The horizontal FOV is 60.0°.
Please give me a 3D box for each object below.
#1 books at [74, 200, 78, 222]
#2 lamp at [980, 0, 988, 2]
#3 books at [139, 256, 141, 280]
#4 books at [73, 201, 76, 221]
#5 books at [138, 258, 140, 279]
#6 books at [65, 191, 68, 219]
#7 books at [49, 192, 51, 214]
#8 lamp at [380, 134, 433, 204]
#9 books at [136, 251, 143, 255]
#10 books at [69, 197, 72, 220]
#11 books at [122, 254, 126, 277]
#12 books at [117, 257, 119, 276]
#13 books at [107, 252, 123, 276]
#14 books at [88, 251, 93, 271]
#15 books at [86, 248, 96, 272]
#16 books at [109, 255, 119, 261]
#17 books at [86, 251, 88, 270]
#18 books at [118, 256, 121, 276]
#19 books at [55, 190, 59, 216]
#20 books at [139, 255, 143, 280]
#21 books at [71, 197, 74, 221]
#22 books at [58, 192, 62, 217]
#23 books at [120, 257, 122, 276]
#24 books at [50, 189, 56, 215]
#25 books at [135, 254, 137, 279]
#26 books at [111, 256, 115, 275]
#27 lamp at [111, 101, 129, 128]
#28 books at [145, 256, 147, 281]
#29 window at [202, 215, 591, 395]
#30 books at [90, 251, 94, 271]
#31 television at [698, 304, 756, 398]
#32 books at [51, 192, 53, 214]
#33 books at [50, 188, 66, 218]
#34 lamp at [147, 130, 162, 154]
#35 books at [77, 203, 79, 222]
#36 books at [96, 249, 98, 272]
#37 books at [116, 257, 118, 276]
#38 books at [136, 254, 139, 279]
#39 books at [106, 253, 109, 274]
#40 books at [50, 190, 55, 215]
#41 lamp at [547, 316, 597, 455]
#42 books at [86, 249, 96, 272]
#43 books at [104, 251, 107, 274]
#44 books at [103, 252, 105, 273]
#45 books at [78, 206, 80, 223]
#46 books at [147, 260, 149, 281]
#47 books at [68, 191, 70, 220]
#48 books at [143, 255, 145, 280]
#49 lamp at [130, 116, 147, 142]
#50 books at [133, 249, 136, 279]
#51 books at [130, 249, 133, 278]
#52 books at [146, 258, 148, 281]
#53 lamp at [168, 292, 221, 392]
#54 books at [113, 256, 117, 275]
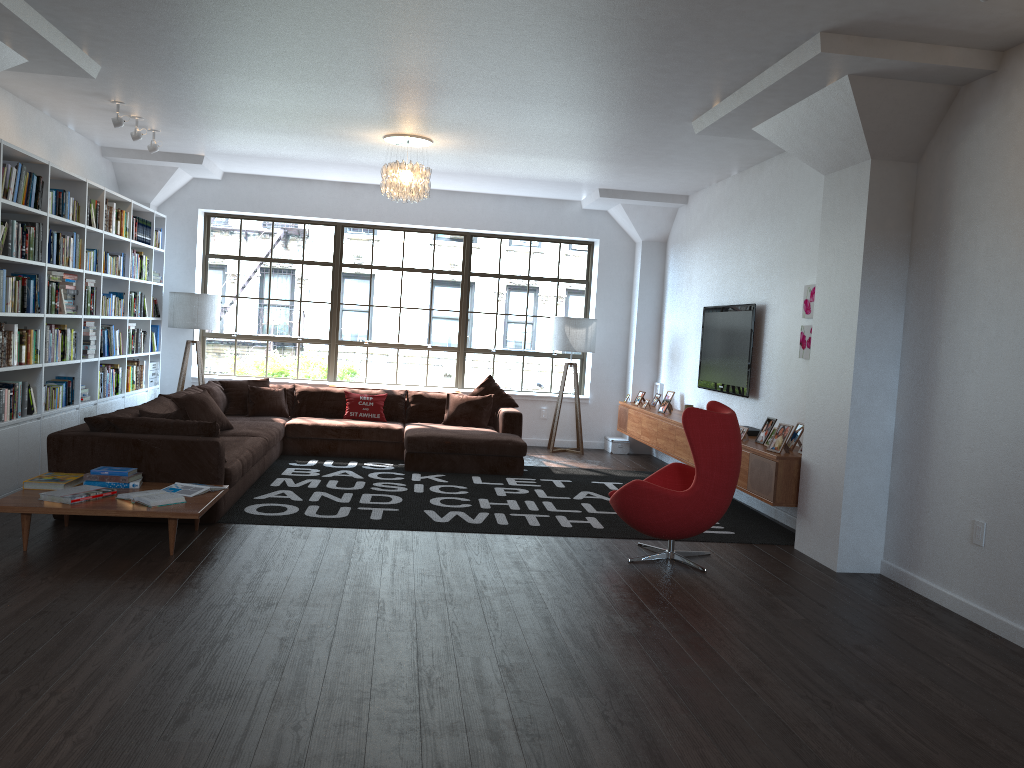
[{"bbox_3d":[-3.641,-1.414,7.271,0.134,0.184,0.030,3,3,-7],"label":"books"},{"bbox_3d":[1.869,-1.626,3.507,0.111,0.211,0.120,5,4,27],"label":"lamp"},{"bbox_3d":[-3.874,-1.185,9.020,0.174,0.240,0.045,3,3,-8],"label":"books"},{"bbox_3d":[-3.627,-1.408,7.225,0.128,0.178,0.022,3,3,-7],"label":"books"},{"bbox_3d":[-3.862,-1.173,8.986,0.161,0.223,0.027,3,3,-8],"label":"books"},{"bbox_3d":[-3.613,-1.420,7.040,0.158,0.226,0.052,3,3,-7],"label":"books"},{"bbox_3d":[-3.562,-1.371,6.715,0.126,0.173,0.032,3,3,-7],"label":"books"},{"bbox_3d":[-0.928,-1.874,7.794,0.441,0.539,0.442,6,4,35],"label":"lamp"},{"bbox_3d":[-3.879,-1.214,9.092,0.176,0.290,0.036,3,3,-8],"label":"books"},{"bbox_3d":[-3.617,-1.408,7.130,0.139,0.191,0.036,3,3,-7],"label":"books"},{"bbox_3d":[-3.819,-1.148,8.555,0.158,0.226,0.052,3,3,-7],"label":"books"},{"bbox_3d":[-3.788,-1.111,8.375,0.128,0.178,0.022,3,3,-7],"label":"books"},{"bbox_3d":[-3.810,-1.147,8.507,0.140,0.231,0.042,3,3,-7],"label":"books"},{"bbox_3d":[-3.700,-1.062,7.670,0.126,0.173,0.032,3,3,-7],"label":"books"},{"bbox_3d":[-3.717,-1.083,7.756,0.146,0.202,0.027,3,3,-7],"label":"books"},{"bbox_3d":[-3.796,-1.124,8.394,0.127,0.200,0.020,3,3,-7],"label":"books"},{"bbox_3d":[-3.685,-1.052,7.570,0.120,0.167,0.020,3,3,-7],"label":"books"},{"bbox_3d":[-3.799,-1.124,8.428,0.136,0.196,0.045,3,3,-7],"label":"books"},{"bbox_3d":[-3.575,-1.393,6.829,0.146,0.202,0.027,3,3,-7],"label":"books"},{"bbox_3d":[-3.867,-1.193,9.060,0.183,0.253,0.034,3,3,-8],"label":"books"},{"bbox_3d":[-3.625,-1.413,7.170,0.136,0.196,0.045,3,3,-7],"label":"books"},{"bbox_3d":[-3.589,-1.399,6.909,0.146,0.202,0.027,3,3,-7],"label":"books"},{"bbox_3d":[-3.802,-1.124,8.469,0.139,0.191,0.036,3,3,-7],"label":"books"},{"bbox_3d":[-3.580,-1.392,6.801,0.146,0.202,0.027,3,3,-7],"label":"books"},{"bbox_3d":[-3.849,-1.181,8.866,0.183,0.253,0.034,3,3,-8],"label":"books"},{"bbox_3d":[-3.786,-1.107,8.302,0.128,0.178,0.022,3,3,-7],"label":"books"},{"bbox_3d":[-3.138,-2.141,7.071,0.111,0.211,0.120,5,4,27],"label":"lamp"},{"bbox_3d":[-3.902,-1.206,9.237,0.183,0.253,0.034,3,3,-8],"label":"books"},{"bbox_3d":[-1.368,-0.928,10.856,4.648,1.905,0.114,3,3,-7],"label":"window"},{"bbox_3d":[-3.702,-1.066,7.696,0.128,0.178,0.021,3,3,-7],"label":"books"},{"bbox_3d":[1.982,-0.326,8.273,0.013,0.816,1.324,3,3,-7],"label":"television"},{"bbox_3d":[-3.565,-1.376,6.741,0.128,0.178,0.021,3,3,-7],"label":"books"},{"bbox_3d":[-3.602,-1.419,6.992,0.140,0.231,0.042,3,3,-7],"label":"books"},{"bbox_3d":[-3.262,-2.207,8.086,0.120,0.211,0.111,1,4,-33],"label":"lamp"},{"bbox_3d":[-3.636,-1.410,7.317,0.109,0.171,0.018,3,3,-7],"label":"books"},{"bbox_3d":[-3.712,-1.084,7.784,0.146,0.202,0.027,3,3,-7],"label":"books"},{"bbox_3d":[-3.787,-1.110,8.354,0.128,0.178,0.021,3,3,-7],"label":"books"},{"bbox_3d":[-3.849,-1.183,8.899,0.183,0.253,0.034,3,3,-8],"label":"books"},{"bbox_3d":[-3.751,-1.098,8.072,0.139,0.191,0.036,3,3,-7],"label":"books"},{"bbox_3d":[-3.571,-1.384,6.770,0.139,0.191,0.036,3,3,-7],"label":"books"},{"bbox_3d":[0.678,0.010,10.447,0.545,1.579,0.545,4,3,4],"label":"lamp"},{"bbox_3d":[-3.708,-1.075,7.725,0.139,0.191,0.036,3,3,-7],"label":"books"},{"bbox_3d":[-3.740,-1.099,8.013,0.146,0.202,0.027,3,3,-7],"label":"books"},{"bbox_3d":[-3.739,-1.097,7.987,0.127,0.200,0.020,3,3,-7],"label":"books"},{"bbox_3d":[-3.634,-1.402,7.336,0.110,0.153,0.019,3,3,-7],"label":"books"},{"bbox_3d":[-3.902,-1.195,9.313,0.161,0.223,0.026,3,3,-8],"label":"books"},{"bbox_3d":[-3.616,-1.426,7.089,0.140,0.231,0.042,3,3,-7],"label":"books"},{"bbox_3d":[-3.885,-1.202,9.140,0.180,0.259,0.060,3,3,-8],"label":"books"},{"bbox_3d":[-3.199,-2.174,7.573,0.111,0.211,0.120,6,4,42],"label":"lamp"},{"bbox_3d":[-3.844,-1.197,8.822,0.176,0.290,0.053,3,3,-8],"label":"books"},{"bbox_3d":[-3.838,-1.187,8.712,0.198,0.284,0.066,3,3,-8],"label":"books"},{"bbox_3d":[-3.907,-1.201,9.276,0.174,0.240,0.045,3,3,-8],"label":"books"},{"bbox_3d":[-3.608,-0.229,10.011,0.545,1.579,0.545,2,3,-18],"label":"lamp"},{"bbox_3d":[-3.790,-1.112,8.327,0.134,0.184,0.030,3,3,-7],"label":"books"}]
